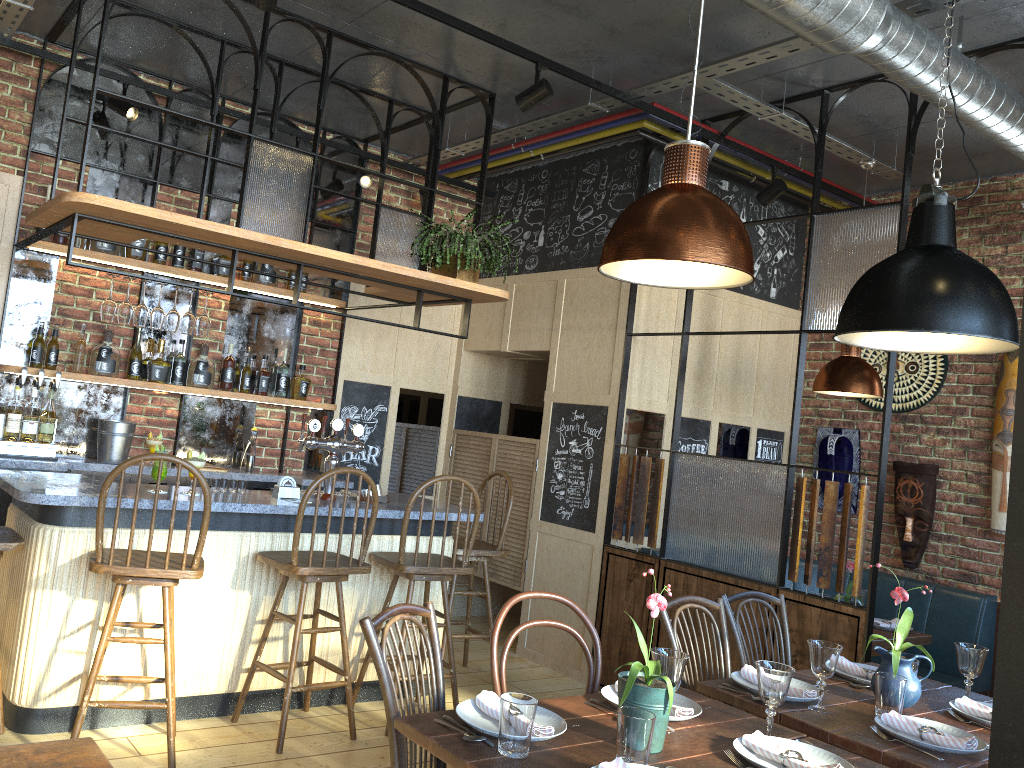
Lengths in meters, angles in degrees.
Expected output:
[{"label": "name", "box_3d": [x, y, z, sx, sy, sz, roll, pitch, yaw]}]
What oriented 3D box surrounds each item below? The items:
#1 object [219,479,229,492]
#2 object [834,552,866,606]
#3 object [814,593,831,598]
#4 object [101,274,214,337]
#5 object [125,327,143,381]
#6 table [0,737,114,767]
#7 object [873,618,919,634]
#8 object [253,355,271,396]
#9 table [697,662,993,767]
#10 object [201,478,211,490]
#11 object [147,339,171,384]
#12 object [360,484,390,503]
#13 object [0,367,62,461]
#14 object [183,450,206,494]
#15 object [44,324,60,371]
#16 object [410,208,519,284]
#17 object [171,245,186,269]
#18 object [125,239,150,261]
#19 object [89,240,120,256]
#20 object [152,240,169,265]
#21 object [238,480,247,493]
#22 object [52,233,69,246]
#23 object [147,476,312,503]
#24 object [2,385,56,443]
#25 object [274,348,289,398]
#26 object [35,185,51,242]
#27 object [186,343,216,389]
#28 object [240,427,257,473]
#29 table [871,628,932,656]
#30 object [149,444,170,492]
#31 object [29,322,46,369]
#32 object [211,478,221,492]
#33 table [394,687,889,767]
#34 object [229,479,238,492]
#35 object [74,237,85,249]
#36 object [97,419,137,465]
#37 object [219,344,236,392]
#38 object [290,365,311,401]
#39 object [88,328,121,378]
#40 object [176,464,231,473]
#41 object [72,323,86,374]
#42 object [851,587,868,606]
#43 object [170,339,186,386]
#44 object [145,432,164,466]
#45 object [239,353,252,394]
[{"label": "object", "box_3d": [-1.407, 0.493, 4.300, 0.044, 0.059, 0.040, 3, -5, 42]}, {"label": "object", "box_3d": [1.736, 1.067, 4.543, 0.153, 0.427, 0.193, 4, -4, 31]}, {"label": "object", "box_3d": [1.741, 1.245, 4.957, 0.087, 0.120, 0.081, 5, -4, 21]}, {"label": "object", "box_3d": [-1.593, -0.348, 3.974, 0.475, 0.208, 0.069, 9, -5, -36]}, {"label": "object", "box_3d": [-2.233, -0.181, 5.237, 0.084, 0.318, 0.077, 4, -4, 33]}, {"label": "table", "box_3d": [-0.929, 1.038, 1.235, 0.716, 0.728, 0.785, 9, -4, -37]}, {"label": "object", "box_3d": [2.033, 1.308, 4.839, 0.257, 0.051, 0.339, 9, -4, -34]}, {"label": "object", "box_3d": [-1.608, -0.054, 5.692, 0.074, 0.263, 0.082, 9, -5, -36]}, {"label": "table", "box_3d": [1.162, 1.361, 2.718, 0.983, 0.728, 0.761, 9, -4, -37]}, {"label": "object", "box_3d": [-1.471, 0.482, 4.231, 0.044, 0.059, 0.040, 3, -5, 42]}, {"label": "object", "box_3d": [-2.122, -0.137, 5.298, 0.111, 0.265, 0.122, 9, -5, -36]}, {"label": "object", "box_3d": [-0.724, 0.576, 4.642, 0.094, 0.091, 0.170, 5, -4, 27]}, {"label": "object", "box_3d": [-2.641, 0.159, 4.852, 0.296, 0.492, 0.214, 9, -5, -37]}, {"label": "object", "box_3d": [-1.458, 0.401, 4.029, 0.104, 0.197, 0.107, 7, -4, -9]}, {"label": "object", "box_3d": [-2.585, -0.208, 4.966, 0.069, 0.264, 0.063, 3, -5, 39]}, {"label": "object", "box_3d": [-0.235, -0.713, 4.717, 0.633, 0.370, 0.477, 5, -4, 31]}, {"label": "object", "box_3d": [-2.042, -0.843, 5.418, 0.072, 0.284, 0.079, 9, -5, -36]}, {"label": "object", "box_3d": [-2.228, -0.850, 5.243, 0.137, 0.235, 0.093, 9, -4, -32]}, {"label": "object", "box_3d": [-2.363, -0.895, 5.147, 0.163, 0.283, 0.127, 8, -4, -23]}, {"label": "object", "box_3d": [-2.123, -0.874, 5.348, 0.084, 0.318, 0.077, 4, -4, 33]}, {"label": "object", "box_3d": [-1.331, 0.505, 4.346, 0.040, 0.059, 0.043, 8, -4, -27]}, {"label": "object", "box_3d": [-2.561, -0.934, 5.027, 0.082, 0.303, 0.089, 8, -4, -27]}, {"label": "object", "box_3d": [-1.296, 0.473, 4.104, 0.732, 0.106, 0.210, 9, -4, -37]}, {"label": "object", "box_3d": [-2.651, 0.165, 4.864, 0.247, 0.303, 0.089, 9, -5, -36]}, {"label": "object", "box_3d": [-1.507, -0.071, 5.793, 0.074, 0.330, 0.077, 7, -4, -14]}, {"label": "object", "box_3d": [-2.623, -0.959, 4.958, 0.074, 0.330, 0.077, 7, -4, -14]}, {"label": "object", "box_3d": [-1.916, -0.114, 5.456, 0.163, 0.283, 0.127, 8, -4, -23]}, {"label": "object", "box_3d": [-1.804, 0.396, 5.513, 0.468, 0.288, 0.092, 9, -5, -36]}, {"label": "table", "box_3d": [1.709, 1.599, 4.824, 0.710, 0.603, 0.778, 9, -4, -37]}, {"label": "object", "box_3d": [-1.582, 0.376, 3.959, 0.072, 0.211, 0.065, 4, -5, 36]}, {"label": "object", "box_3d": [-2.643, -0.217, 4.923, 0.064, 0.264, 0.067, 7, -4, -15]}, {"label": "object", "box_3d": [-1.433, 0.488, 4.259, 0.044, 0.059, 0.040, 3, -5, 42]}, {"label": "table", "box_3d": [0.303, 1.226, 2.077, 0.983, 0.728, 0.761, 9, -4, -37]}, {"label": "object", "box_3d": [-1.366, 0.499, 4.319, 0.044, 0.059, 0.040, 3, -5, 42]}, {"label": "object", "box_3d": [-2.475, -0.915, 5.066, 0.056, 0.288, 0.055, 6, -4, 1]}, {"label": "object", "box_3d": [-2.306, 0.336, 5.115, 0.222, 0.246, 0.212, 6, -4, 13]}, {"label": "object", "box_3d": [-1.794, -0.103, 5.571, 0.083, 0.303, 0.088, 8, -4, -18]}, {"label": "object", "box_3d": [-1.399, -0.009, 5.833, 0.093, 0.235, 0.137, 3, -5, 38]}, {"label": "object", "box_3d": [-2.358, -0.183, 5.123, 0.163, 0.283, 0.127, 8, -4, -23]}, {"label": "object", "box_3d": [-1.900, 0.515, 5.417, 0.304, 0.019, 0.246, 8, -3, -28]}, {"label": "object", "box_3d": [-2.469, -0.203, 5.042, 0.056, 0.288, 0.055, 6, -4, 1]}, {"label": "object", "box_3d": [1.897, 1.220, 4.835, 0.103, 0.192, 0.094, 4, -4, 32]}, {"label": "object", "box_3d": [-2.036, -0.132, 5.394, 0.072, 0.284, 0.079, 9, -5, -36]}, {"label": "object", "box_3d": [-2.151, 0.388, 5.281, 0.104, 0.197, 0.107, 7, -4, -9]}, {"label": "object", "box_3d": [-1.696, -0.069, 5.629, 0.069, 0.264, 0.063, 4, -5, 34]}]
